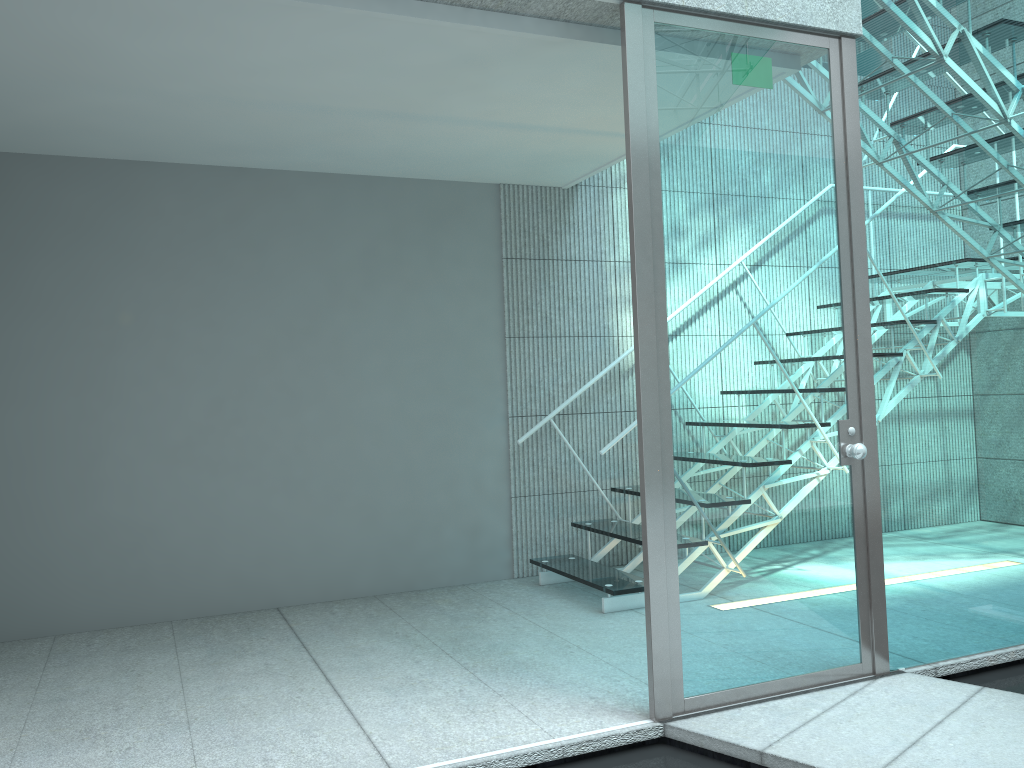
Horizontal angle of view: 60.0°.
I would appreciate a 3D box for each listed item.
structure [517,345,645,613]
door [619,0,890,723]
[{"bbox_3d":[1.806,-2.100,4.295,3.296,6.017,1.907,-1,-3,-23],"label":"structure"},{"bbox_3d":[0.761,-0.105,2.663,0.865,2.068,0.076,-1,-3,-23],"label":"door"}]
